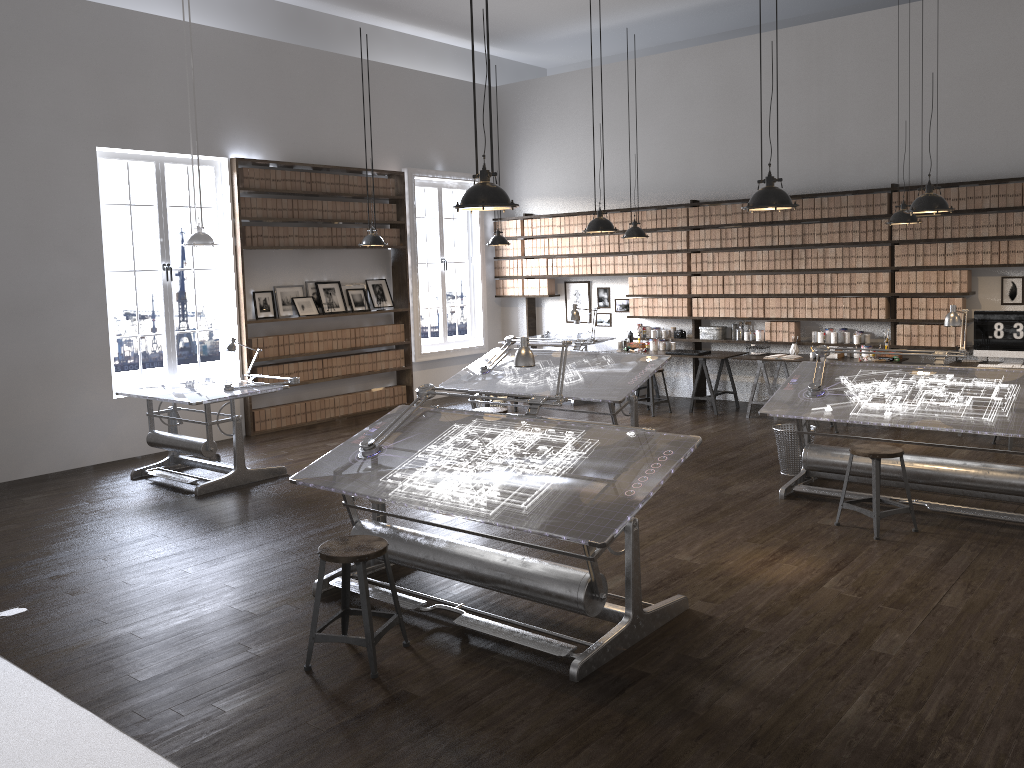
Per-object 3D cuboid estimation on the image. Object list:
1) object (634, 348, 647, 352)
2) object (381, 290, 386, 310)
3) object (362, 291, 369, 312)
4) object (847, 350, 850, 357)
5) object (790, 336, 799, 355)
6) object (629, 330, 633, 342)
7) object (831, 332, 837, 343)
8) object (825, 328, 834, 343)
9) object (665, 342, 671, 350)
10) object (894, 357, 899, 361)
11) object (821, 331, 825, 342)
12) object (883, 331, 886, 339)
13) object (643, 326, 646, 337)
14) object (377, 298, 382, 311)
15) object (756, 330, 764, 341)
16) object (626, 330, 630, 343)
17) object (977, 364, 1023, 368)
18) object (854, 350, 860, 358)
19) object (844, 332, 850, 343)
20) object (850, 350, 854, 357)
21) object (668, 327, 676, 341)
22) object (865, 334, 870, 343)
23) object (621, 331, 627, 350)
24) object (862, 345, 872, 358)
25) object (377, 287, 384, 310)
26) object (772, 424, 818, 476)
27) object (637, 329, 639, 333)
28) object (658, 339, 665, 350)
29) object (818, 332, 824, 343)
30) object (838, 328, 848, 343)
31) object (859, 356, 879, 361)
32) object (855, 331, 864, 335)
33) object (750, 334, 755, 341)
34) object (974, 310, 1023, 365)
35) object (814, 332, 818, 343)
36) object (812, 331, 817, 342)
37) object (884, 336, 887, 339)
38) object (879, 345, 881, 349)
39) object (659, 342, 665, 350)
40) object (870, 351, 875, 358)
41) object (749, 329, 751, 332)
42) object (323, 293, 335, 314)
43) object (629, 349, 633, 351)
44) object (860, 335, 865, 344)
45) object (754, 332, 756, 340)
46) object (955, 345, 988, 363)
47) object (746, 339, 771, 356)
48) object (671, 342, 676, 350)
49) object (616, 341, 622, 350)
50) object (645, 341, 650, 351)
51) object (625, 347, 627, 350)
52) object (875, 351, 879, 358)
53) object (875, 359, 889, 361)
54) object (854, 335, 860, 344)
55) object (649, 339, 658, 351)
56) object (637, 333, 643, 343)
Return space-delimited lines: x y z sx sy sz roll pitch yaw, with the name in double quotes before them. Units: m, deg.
"object" 1.567 -0.422 10.847 0.132 0.050 0.198 -5 8 -21
"object" -1.635 -1.062 11.212 0.040 0.261 0.111 2 6 39
"object" -1.810 -1.019 10.941 0.040 0.259 0.124 2 6 39
"object" 3.638 -0.342 9.530 0.062 0.094 0.062 -3 6 -10
"object" 3.160 -0.429 9.906 0.101 0.208 0.102 -2 5 -6
"object" 1.506 -0.564 11.231 0.069 0.229 0.068 2 6 36
"object" 3.535 -0.505 9.719 0.062 0.119 0.062 -1 5 8
"object" 3.527 -0.537 9.839 0.095 0.161 0.094 2 7 35
"object" 1.915 -0.464 10.877 0.062 0.093 0.063 -2 6 -1
"object" 3.923 -0.255 9.030 0.049 0.037 0.049 4 9 43
"object" 3.460 -0.521 9.856 0.045 0.127 0.044 2 6 40
"object" 3.874 -0.448 9.186 0.007 0.213 0.055 -6 6 -44
"object" 1.689 -0.672 11.342 0.050 0.139 0.051 2 6 37
"object" -1.666 -0.995 11.076 0.040 0.165 0.066 2 6 39
"object" 2.888 -0.564 10.316 0.094 0.127 0.095 -7 8 -44
"object" 1.452 -0.558 11.166 0.069 0.236 0.068 2 6 36
"object" 4.608 -0.164 8.287 0.439 0.017 0.119 3 9 35
"object" 3.659 -0.325 9.395 0.062 0.094 0.062 -2 5 -1
"object" 3.670 -0.506 9.697 0.062 0.119 0.062 -1 5 8
"object" 3.644 -0.333 9.464 0.063 0.093 0.063 -3 6 -10
"object" 2.006 -0.624 11.065 0.107 0.161 0.237 -1 7 5
"object" 3.852 -0.489 9.597 0.062 0.095 0.062 -4 6 -19
"object" 1.407 -0.545 11.111 0.069 0.229 0.068 2 6 36
"object" 3.735 -0.335 9.314 0.104 0.141 0.105 -7 8 -43
"object" -1.658 -1.073 11.139 0.040 0.303 0.118 2 6 39
"object" 2.296 0.538 7.186 0.353 0.376 0.354 -5 7 -29
"object" 1.588 -0.609 11.059 0.071 0.185 0.008 2 6 40
"object" 1.856 -0.489 10.988 0.095 0.127 0.094 3 8 43
"object" 3.421 -0.513 9.808 0.062 0.119 0.062 -2 5 -1
"object" 3.634 -0.530 9.766 0.094 0.161 0.206 3 8 41
"object" 3.682 -0.262 9.118 0.197 0.050 0.133 -1 7 10
"object" 3.802 -0.513 9.697 0.094 0.129 0.095 1 6 26
"object" 2.858 -0.557 10.392 0.181 0.093 0.062 -7 7 -37
"object" 4.772 -0.443 8.452 0.644 0.516 0.205 3 7 39
"object" 3.406 -0.521 9.876 0.063 0.117 0.063 -3 5 -10
"object" 3.400 -0.530 9.943 0.062 0.119 0.062 -3 5 -10
"object" 3.877 -0.422 9.177 0.038 0.153 0.008 -2 5 -1
"object" 3.839 -0.338 9.255 0.033 0.147 0.005 2 6 39
"object" 1.845 -0.462 10.878 0.062 0.094 0.062 -3 6 -10
"object" 3.762 -0.313 9.242 0.050 0.111 0.049 3 7 43
"object" 2.799 -0.580 10.367 0.041 0.124 0.008 1 5 28
"object" -2.166 -0.949 10.487 0.040 0.259 0.175 2 7 39
"object" 1.477 -0.416 10.910 0.011 0.017 0.172 -4 8 -19
"object" 3.786 -0.483 9.572 0.062 0.094 0.063 -4 6 -19
"object" 2.863 -0.560 10.382 0.045 0.100 0.044 3 7 42
"object" 4.538 -0.296 8.739 0.284 0.160 0.204 2 8 31
"object" 2.795 -0.412 10.047 0.204 0.160 0.285 3 9 39
"object" 1.982 -0.467 10.884 0.062 0.094 0.062 -2 5 -1
"object" 1.347 -0.486 11.150 0.068 0.104 0.068 3 8 44
"object" 1.675 -0.470 10.948 0.049 0.111 0.049 2 6 36
"object" 1.433 -0.444 11.066 0.049 0.037 0.049 3 8 36
"object" 3.823 -0.307 9.277 0.060 0.088 0.059 3 8 44
"object" 3.761 -0.243 9.043 0.171 0.017 0.011 -1 6 8
"object" 3.721 -0.479 9.556 0.062 0.095 0.062 -4 6 -19
"object" 1.751 -0.485 10.935 0.105 0.141 0.104 2 7 32
"object" 1.716 -0.598 11.122 0.345 0.145 0.077 -6 6 -28
